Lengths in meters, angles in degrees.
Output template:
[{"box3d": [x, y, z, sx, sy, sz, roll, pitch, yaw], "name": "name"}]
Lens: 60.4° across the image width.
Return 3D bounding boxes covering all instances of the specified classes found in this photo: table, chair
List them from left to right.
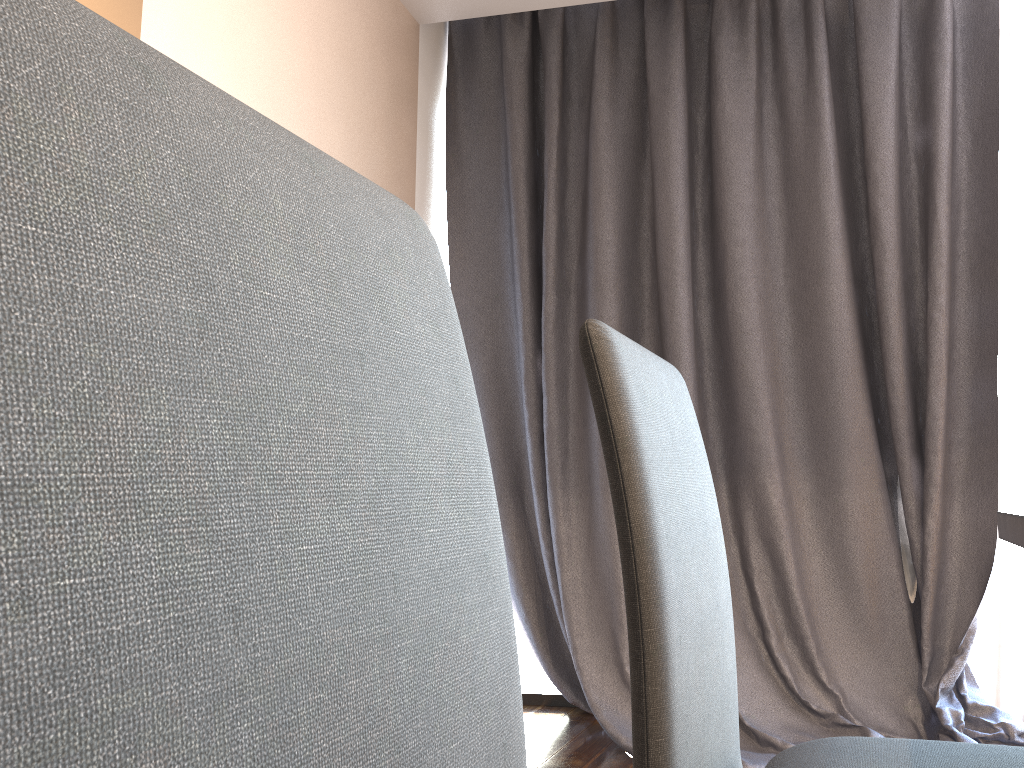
[{"box3d": [0.389, 0.420, 0.898, 0.553, 0.966, 0.441, -2, -8, 19], "name": "chair"}, {"box3d": [0.111, 0.338, 0.235, 0.553, 0.966, 0.441, -2, -8, 19], "name": "chair"}, {"box3d": [0.885, 0.454, 0.360, 1.006, 0.761, 1.654, -3, -8, 21], "name": "table"}]

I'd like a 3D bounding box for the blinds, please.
[{"box3d": [3.320, -0.344, 2.584, 7.350, 2.897, 0.761, -1, -8, 10], "name": "blinds"}]
